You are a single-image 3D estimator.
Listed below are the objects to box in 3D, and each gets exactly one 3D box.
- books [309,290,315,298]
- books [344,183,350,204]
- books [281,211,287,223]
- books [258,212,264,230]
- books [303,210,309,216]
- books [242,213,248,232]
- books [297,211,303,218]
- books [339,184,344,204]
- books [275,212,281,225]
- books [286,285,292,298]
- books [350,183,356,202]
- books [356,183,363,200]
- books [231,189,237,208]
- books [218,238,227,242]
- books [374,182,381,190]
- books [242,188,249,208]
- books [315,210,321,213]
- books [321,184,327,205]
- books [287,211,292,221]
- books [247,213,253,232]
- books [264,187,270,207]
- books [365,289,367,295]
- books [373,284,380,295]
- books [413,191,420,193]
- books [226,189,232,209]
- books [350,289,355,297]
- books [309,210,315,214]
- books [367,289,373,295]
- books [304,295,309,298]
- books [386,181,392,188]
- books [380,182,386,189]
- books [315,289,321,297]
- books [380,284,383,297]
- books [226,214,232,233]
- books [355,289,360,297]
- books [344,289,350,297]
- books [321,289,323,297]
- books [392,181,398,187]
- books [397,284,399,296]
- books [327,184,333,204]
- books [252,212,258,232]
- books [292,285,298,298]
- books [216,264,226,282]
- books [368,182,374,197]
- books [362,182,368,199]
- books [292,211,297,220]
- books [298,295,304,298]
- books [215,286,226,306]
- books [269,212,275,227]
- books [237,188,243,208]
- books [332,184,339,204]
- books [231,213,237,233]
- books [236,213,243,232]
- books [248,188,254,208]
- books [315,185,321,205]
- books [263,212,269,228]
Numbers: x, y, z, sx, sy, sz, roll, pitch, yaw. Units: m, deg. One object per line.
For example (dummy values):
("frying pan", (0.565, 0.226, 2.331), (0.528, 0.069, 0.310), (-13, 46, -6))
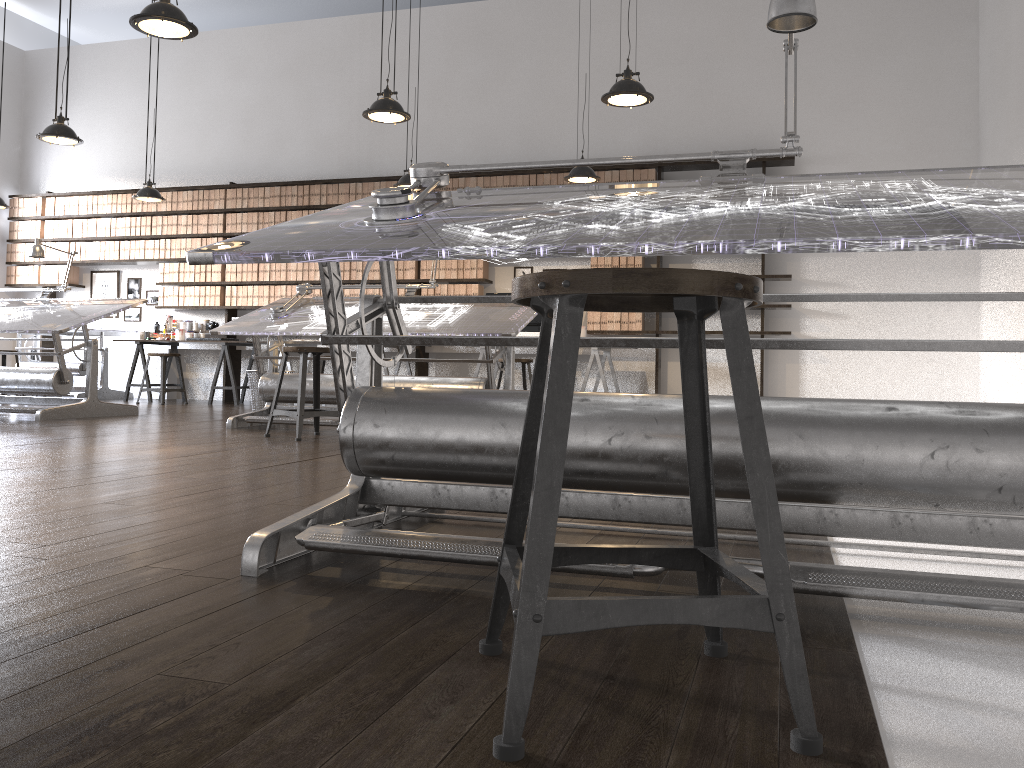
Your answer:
("books", (-2.143, -0.956, 9.649), (0.067, 0.226, 0.174), (1, -1, 17))
("books", (-1.748, -2.041, 9.576), (0.067, 0.226, 0.174), (1, -1, 17))
("books", (-2.484, -1.782, 9.792), (0.067, 0.226, 0.174), (1, -1, 17))
("books", (-2.758, -1.789, 9.882), (0.067, 0.226, 0.174), (1, -1, 17))
("books", (-2.221, -1.775, 9.710), (0.067, 0.226, 0.174), (1, -1, 17))
("books", (-2.947, -1.793, 9.937), (0.067, 0.226, 0.174), (1, -1, 17))
("books", (-2.291, -1.777, 9.731), (0.067, 0.226, 0.174), (1, -1, 17))
("books", (-1.807, -2.043, 9.599), (0.067, 0.226, 0.174), (1, -1, 17))
("books", (-2.554, -1.784, 9.820), (0.067, 0.226, 0.174), (1, -1, 17))
("books", (-2.407, -0.963, 9.737), (0.067, 0.226, 0.174), (1, -1, 17))
("books", (-1.679, -2.040, 9.555), (0.067, 0.226, 0.174), (1, -1, 17))
("books", (-1.609, -2.038, 9.537), (0.067, 0.226, 0.174), (1, -1, 17))
("books", (-3.088, -2.074, 9.989), (0.067, 0.226, 0.174), (1, -1, 17))
("books", (-3.252, -1.533, 10.023), (0.067, 0.226, 0.174), (1, -1, 17))
("books", (-1.409, -2.033, 9.473), (0.067, 0.226, 0.174), (1, -1, 17))
("books", (-2.948, -2.071, 9.950), (0.067, 0.226, 0.174), (1, -1, 17))
("books", (-2.081, -1.772, 9.668), (0.067, 0.226, 0.174), (1, -1, 17))
("books", (-2.012, -2.048, 9.661), (0.067, 0.226, 0.174), (1, -1, 17))
("books", (-2.412, -1.780, 9.776), (0.067, 0.226, 0.174), (1, -1, 17))
("books", (-2.886, -1.792, 9.920), (0.067, 0.226, 0.174), (1, -1, 17))
("books", (-2.678, -2.064, 9.867), (0.067, 0.226, 0.174), (1, -1, 17))
("books", (-1.545, -0.942, 9.471), (0.067, 0.226, 0.174), (1, -1, 17))
("books", (-1.410, -0.938, 9.425), (0.067, 0.226, 0.174), (1, -1, 17))
("books", (-1.015, -2.023, 9.353), (0.067, 0.226, 0.174), (1, -1, 17))
("books", (-3.147, -2.076, 10.012), (0.067, 0.226, 0.174), (1, -1, 17))
("books", (-1.673, -0.945, 9.509), (0.067, 0.226, 0.174), (1, -1, 17))
("books", (-2.151, -1.774, 9.692), (0.067, 0.226, 0.174), (1, -1, 17))
("books", (-1.477, -0.940, 9.450), (0.067, 0.226, 0.174), (1, -1, 17))
("books", (-2.202, -0.958, 9.672), (0.067, 0.226, 0.174), (1, -1, 17))
("books", (-1.278, -2.030, 9.437), (0.067, 0.226, 0.174), (1, -1, 17))
("books", (-1.339, -2.031, 9.454), (0.067, 0.226, 0.174), (1, -1, 17))
("books", (-2.074, -0.955, 9.628), (0.067, 0.226, 0.174), (1, -1, 17))
("books", (-1.341, -0.937, 9.409), (0.067, 0.226, 0.174), (1, -1, 17))
("books", (-3.149, -1.798, 10.003), (0.067, 0.226, 0.174), (1, -1, 17))
("books", (-1.611, -0.943, 9.485), (0.067, 0.226, 0.174), (1, -1, 17))
("books", (-1.734, -0.946, 9.526), (0.067, 0.226, 0.174), (1, -1, 17))
("books", (-2.004, -0.953, 9.610), (0.067, 0.226, 0.174), (1, -1, 17))
("books", (-1.216, -2.028, 9.413), (0.067, 0.226, 0.174), (1, -1, 17))
("books", (-1.199, -0.933, 9.365), (0.067, 0.226, 0.174), (1, -1, 17))
("books", (-1.944, -2.046, 9.645), (0.067, 0.226, 0.174), (1, -1, 17))
("books", (-2.824, -1.790, 9.896), (0.067, 0.226, 0.174), (1, -1, 17))
("books", (-2.336, -0.961, 9.710), (0.067, 0.226, 0.174), (1, -1, 17))
("books", (-3.257, -1.255, 10.004), (0.067, 0.226, 0.174), (1, -1, 17))
("books", (-1.475, -2.035, 9.498), (0.067, 0.226, 0.174), (1, -1, 17))
("books", (-1.541, -2.036, 9.520), (0.067, 0.226, 0.174), (1, -1, 17))
("books", (-2.350, -1.779, 9.754), (0.067, 0.226, 0.174), (1, -1, 17))
("books", (-2.264, -0.959, 9.693), (0.067, 0.226, 0.174), (1, -1, 17))
("books", (-3.266, -0.984, 9.996), (0.067, 0.226, 0.174), (1, -1, 17))
("books", (-2.623, -1.785, 9.836), (0.067, 0.226, 0.174), (1, -1, 17))
("books", (-3.018, -2.073, 9.968), (0.067, 0.226, 0.174), (1, -1, 17))
("books", (-1.878, -2.045, 9.622), (0.067, 0.226, 0.174), (1, -1, 17))
("books", (-3.083, -1.797, 9.981), (0.067, 0.226, 0.174), (1, -1, 17))
("books", (-3.017, -1.795, 9.957), (0.067, 0.226, 0.174), (1, -1, 17))
("books", (-2.880, -2.069, 9.933), (0.067, 0.226, 0.174), (1, -1, 17))
("books", (-2.082, -2.050, 9.679), (0.067, 0.226, 0.174), (1, -1, 17))
("books", (-2.690, -1.787, 9.861), (0.067, 0.226, 0.174), (1, -1, 17))
